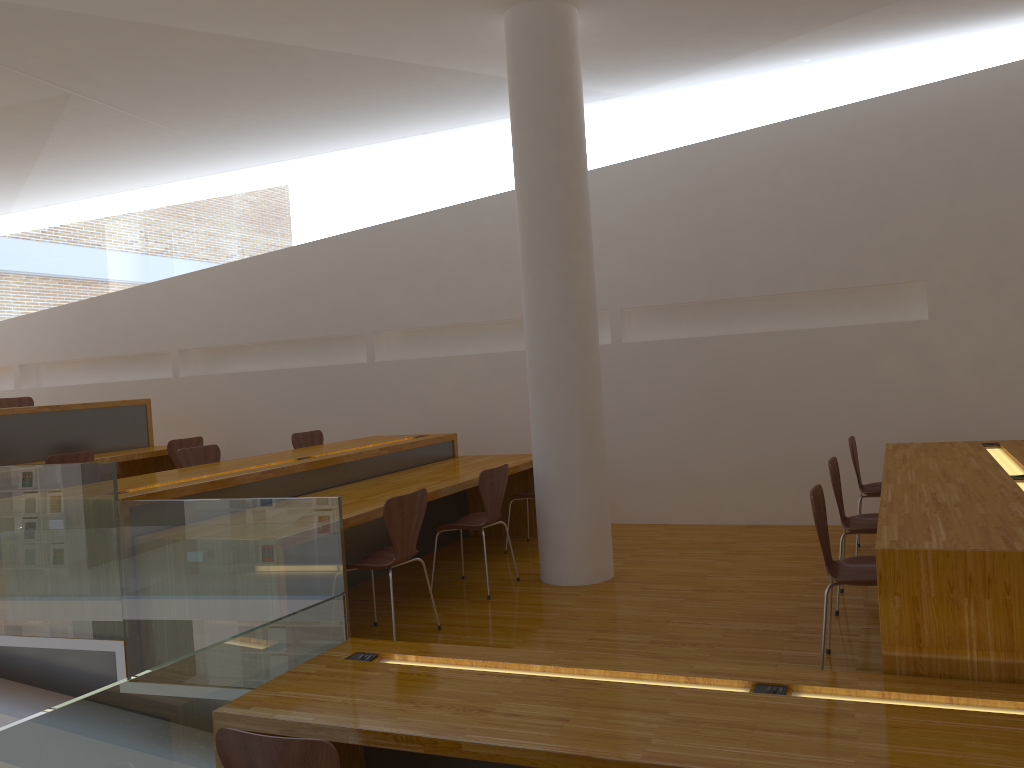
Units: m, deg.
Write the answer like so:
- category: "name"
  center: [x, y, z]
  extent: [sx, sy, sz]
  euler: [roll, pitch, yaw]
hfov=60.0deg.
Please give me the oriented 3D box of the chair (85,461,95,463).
- category: "chair"
  center: [-2.266, 0.782, 4.856]
  extent: [0.381, 0.693, 0.428]
  euler: [-3, 1, 23]

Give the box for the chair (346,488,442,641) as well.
- category: "chair"
  center: [-0.615, 0.855, 4.144]
  extent: [0.381, 0.693, 0.428]
  euler: [-3, 1, 23]

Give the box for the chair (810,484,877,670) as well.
- category: "chair"
  center: [1.331, 0.737, 3.297]
  extent: [0.381, 0.693, 0.428]
  euler: [-3, 1, 23]

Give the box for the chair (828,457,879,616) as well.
- category: "chair"
  center: [1.716, 0.700, 4.188]
  extent: [0.381, 0.693, 0.428]
  euler: [-3, 1, 23]

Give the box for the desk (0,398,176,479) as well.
- category: "desk"
  center: [-3.838, 0.700, 6.278]
  extent: [1.248, 1.022, 3.216]
  euler: [-3, 1, 23]

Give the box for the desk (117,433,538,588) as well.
- category: "desk"
  center: [-1.010, 0.822, 5.308]
  extent: [1.527, 0.785, 3.243]
  euler: [-3, 1, 23]

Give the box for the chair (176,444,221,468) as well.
- category: "chair"
  center: [-1.881, 0.746, 5.747]
  extent: [0.381, 0.693, 0.428]
  euler: [-3, 1, 23]

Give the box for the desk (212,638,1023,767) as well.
- category: "desk"
  center: [0.704, 1.206, 2.446]
  extent: [3.185, 0.606, 0.760]
  euler: [-3, 1, 23]

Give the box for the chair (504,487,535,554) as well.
- category: "chair"
  center: [0.180, 0.779, 6.076]
  extent: [0.381, 0.693, 0.428]
  euler: [-3, 1, 23]

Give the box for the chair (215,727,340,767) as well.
- category: "chair"
  center: [-0.528, 1.240, 2.449]
  extent: [0.428, 0.693, 0.381]
  euler: [-3, 1, 23]

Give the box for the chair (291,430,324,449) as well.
- category: "chair"
  center: [-1.401, 0.702, 6.758]
  extent: [0.381, 0.693, 0.428]
  euler: [-3, 1, 23]

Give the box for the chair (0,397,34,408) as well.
- category: "chair"
  center: [-4.088, 0.451, 7.506]
  extent: [0.381, 0.693, 0.428]
  euler: [-3, 1, 23]

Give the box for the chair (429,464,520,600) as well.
- category: "chair"
  center: [-0.229, 0.818, 5.035]
  extent: [0.381, 0.693, 0.428]
  euler: [-3, 1, 23]

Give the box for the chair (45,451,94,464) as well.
- category: "chair"
  center: [-3.162, 0.829, 6.159]
  extent: [0.381, 0.693, 0.428]
  euler: [-3, 1, 23]

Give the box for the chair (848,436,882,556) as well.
- category: "chair"
  center: [2.196, 0.656, 5.198]
  extent: [0.381, 0.693, 0.428]
  euler: [-3, 1, 23]

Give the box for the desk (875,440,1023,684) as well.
- category: "desk"
  center: [2.099, 0.716, 3.996]
  extent: [0.760, 0.606, 3.185]
  euler: [-3, 1, 23]

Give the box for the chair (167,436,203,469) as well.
- category: "chair"
  center: [-2.753, 0.789, 7.200]
  extent: [0.381, 0.693, 0.428]
  euler: [-3, 1, 23]
